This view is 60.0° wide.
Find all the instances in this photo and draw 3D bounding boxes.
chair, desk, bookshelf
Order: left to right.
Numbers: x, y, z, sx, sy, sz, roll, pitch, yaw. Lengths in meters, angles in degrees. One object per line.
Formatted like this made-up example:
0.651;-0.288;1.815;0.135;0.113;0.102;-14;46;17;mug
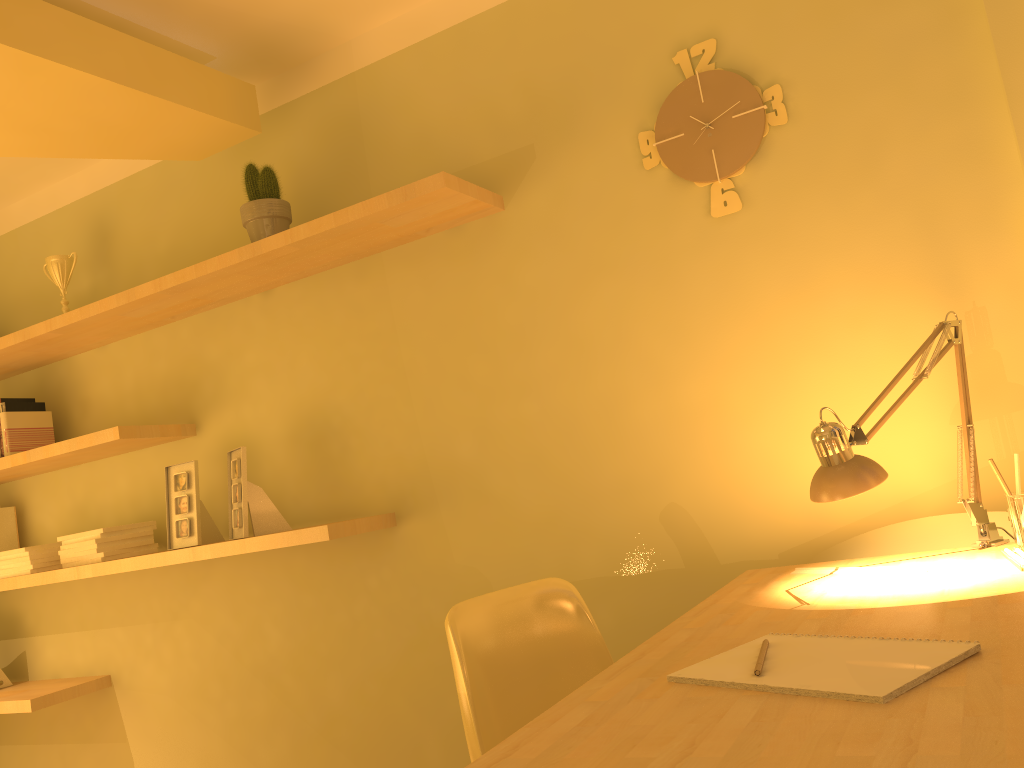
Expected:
-1.118;0.352;2.829;2.605;1.240;0.300;-13;-7;27;bookshelf
0.170;0.778;1.677;0.531;0.785;0.546;-4;-9;-42;chair
0.546;0.692;1.188;0.684;0.720;1.396;-13;-7;27;desk

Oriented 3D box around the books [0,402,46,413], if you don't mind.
-1.737;0.168;3.161;0.032;0.203;0.157;-13;-7;27;books

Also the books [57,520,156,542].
-1.347;0.489;2.948;0.270;0.015;0.190;-14;-8;33;books

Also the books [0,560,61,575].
-1.613;0.627;3.092;0.190;0.015;0.270;-13;-7;24;books

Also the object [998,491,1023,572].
0.891;0.251;1.542;0.070;0.105;0.240;-12;-7;20;object

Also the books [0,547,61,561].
-1.613;0.582;3.099;0.190;0.015;0.270;-13;-7;29;books

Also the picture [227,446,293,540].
-0.757;0.319;2.647;0.171;0.264;0.134;-5;-8;-36;picture

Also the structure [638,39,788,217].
0.477;-0.619;2.145;0.360;0.432;0.027;-13;-7;27;structure

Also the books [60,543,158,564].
-1.334;0.562;2.940;0.270;0.015;0.190;-14;-8;35;books

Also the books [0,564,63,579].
-1.611;0.642;3.090;0.190;0.015;0.270;-13;-7;27;books

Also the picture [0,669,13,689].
-2.015;1.038;3.280;0.247;0.219;0.131;-10;-6;5;picture

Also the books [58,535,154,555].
-1.346;0.534;2.939;0.270;0.015;0.190;-15;-8;38;books

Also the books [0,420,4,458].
-1.760;0.176;3.173;0.022;0.198;0.157;-13;-7;27;books

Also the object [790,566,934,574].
0.665;0.358;1.710;0.040;0.009;0.300;-6;-7;-32;object

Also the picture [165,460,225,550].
-0.998;0.380;2.823;0.134;0.264;0.171;-13;-7;27;picture

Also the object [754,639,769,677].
0.316;0.344;1.121;0.008;0.009;0.166;-12;-7;18;object

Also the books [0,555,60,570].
-1.607;0.611;3.093;0.190;0.015;0.270;-13;-7;28;books

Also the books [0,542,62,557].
-1.637;0.571;3.095;0.190;0.015;0.270;-13;-7;25;books

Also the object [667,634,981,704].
0.367;0.337;1.071;0.210;0.010;0.300;-5;-8;-37;object

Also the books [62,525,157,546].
-1.345;0.505;2.960;0.270;0.015;0.190;-15;-8;38;books

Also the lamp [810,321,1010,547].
0.732;0.117;1.700;0.484;0.455;0.140;-5;-8;-37;lamp

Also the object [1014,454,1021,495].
0.938;0.212;1.641;0.034;0.165;0.009;-12;-7;20;object

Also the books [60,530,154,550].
-1.342;0.517;2.937;0.270;0.015;0.190;-15;-8;40;books

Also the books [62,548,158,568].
-1.332;0.577;2.938;0.270;0.015;0.190;-15;-8;38;books

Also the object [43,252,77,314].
-1.565;-0.311;3.097;0.160;0.268;0.095;-10;-6;-2;object

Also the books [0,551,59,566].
-1.613;0.597;3.090;0.190;0.015;0.270;-13;-7;27;books

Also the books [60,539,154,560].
-1.340;0.547;2.933;0.270;0.015;0.190;-15;-8;39;books

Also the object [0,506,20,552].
-1.957;0.598;3.269;0.087;0.259;0.236;-13;-7;27;object

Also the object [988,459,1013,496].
0.922;0.214;1.635;0.053;0.162;0.009;-10;-6;3;object

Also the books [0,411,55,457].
-1.712;0.181;3.135;0.032;0.163;0.178;-13;-7;27;books

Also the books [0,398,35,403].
-1.782;0.166;3.196;0.032;0.229;0.138;-13;-7;27;books

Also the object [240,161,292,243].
-0.725;-0.526;2.602;0.145;0.294;0.145;-11;-6;9;object
